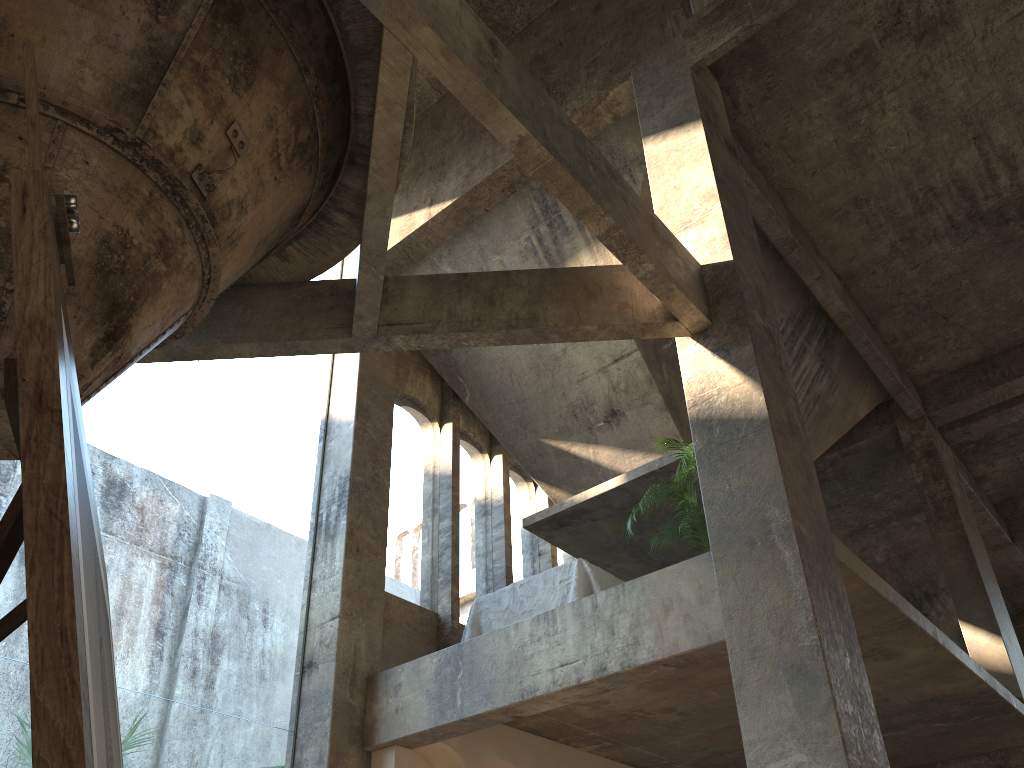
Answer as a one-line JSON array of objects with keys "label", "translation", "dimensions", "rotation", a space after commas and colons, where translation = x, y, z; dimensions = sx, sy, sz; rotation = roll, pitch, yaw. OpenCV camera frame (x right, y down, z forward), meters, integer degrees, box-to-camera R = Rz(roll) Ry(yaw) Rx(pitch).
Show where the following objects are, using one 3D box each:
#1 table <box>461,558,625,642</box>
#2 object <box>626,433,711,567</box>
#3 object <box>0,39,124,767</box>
[{"label": "table", "translation": [0.376, 2.387, 8.670], "dimensions": [1.798, 0.754, 1.154], "rotation": [-28, -43, 31]}, {"label": "object", "translation": [1.796, 1.118, 7.823], "dimensions": [1.396, 1.698, 1.449], "rotation": [28, -45, -36]}, {"label": "object", "translation": [-0.388, 0.448, 0.687], "dimensions": [0.688, 2.013, 0.742], "rotation": [9, -35, -16]}]
